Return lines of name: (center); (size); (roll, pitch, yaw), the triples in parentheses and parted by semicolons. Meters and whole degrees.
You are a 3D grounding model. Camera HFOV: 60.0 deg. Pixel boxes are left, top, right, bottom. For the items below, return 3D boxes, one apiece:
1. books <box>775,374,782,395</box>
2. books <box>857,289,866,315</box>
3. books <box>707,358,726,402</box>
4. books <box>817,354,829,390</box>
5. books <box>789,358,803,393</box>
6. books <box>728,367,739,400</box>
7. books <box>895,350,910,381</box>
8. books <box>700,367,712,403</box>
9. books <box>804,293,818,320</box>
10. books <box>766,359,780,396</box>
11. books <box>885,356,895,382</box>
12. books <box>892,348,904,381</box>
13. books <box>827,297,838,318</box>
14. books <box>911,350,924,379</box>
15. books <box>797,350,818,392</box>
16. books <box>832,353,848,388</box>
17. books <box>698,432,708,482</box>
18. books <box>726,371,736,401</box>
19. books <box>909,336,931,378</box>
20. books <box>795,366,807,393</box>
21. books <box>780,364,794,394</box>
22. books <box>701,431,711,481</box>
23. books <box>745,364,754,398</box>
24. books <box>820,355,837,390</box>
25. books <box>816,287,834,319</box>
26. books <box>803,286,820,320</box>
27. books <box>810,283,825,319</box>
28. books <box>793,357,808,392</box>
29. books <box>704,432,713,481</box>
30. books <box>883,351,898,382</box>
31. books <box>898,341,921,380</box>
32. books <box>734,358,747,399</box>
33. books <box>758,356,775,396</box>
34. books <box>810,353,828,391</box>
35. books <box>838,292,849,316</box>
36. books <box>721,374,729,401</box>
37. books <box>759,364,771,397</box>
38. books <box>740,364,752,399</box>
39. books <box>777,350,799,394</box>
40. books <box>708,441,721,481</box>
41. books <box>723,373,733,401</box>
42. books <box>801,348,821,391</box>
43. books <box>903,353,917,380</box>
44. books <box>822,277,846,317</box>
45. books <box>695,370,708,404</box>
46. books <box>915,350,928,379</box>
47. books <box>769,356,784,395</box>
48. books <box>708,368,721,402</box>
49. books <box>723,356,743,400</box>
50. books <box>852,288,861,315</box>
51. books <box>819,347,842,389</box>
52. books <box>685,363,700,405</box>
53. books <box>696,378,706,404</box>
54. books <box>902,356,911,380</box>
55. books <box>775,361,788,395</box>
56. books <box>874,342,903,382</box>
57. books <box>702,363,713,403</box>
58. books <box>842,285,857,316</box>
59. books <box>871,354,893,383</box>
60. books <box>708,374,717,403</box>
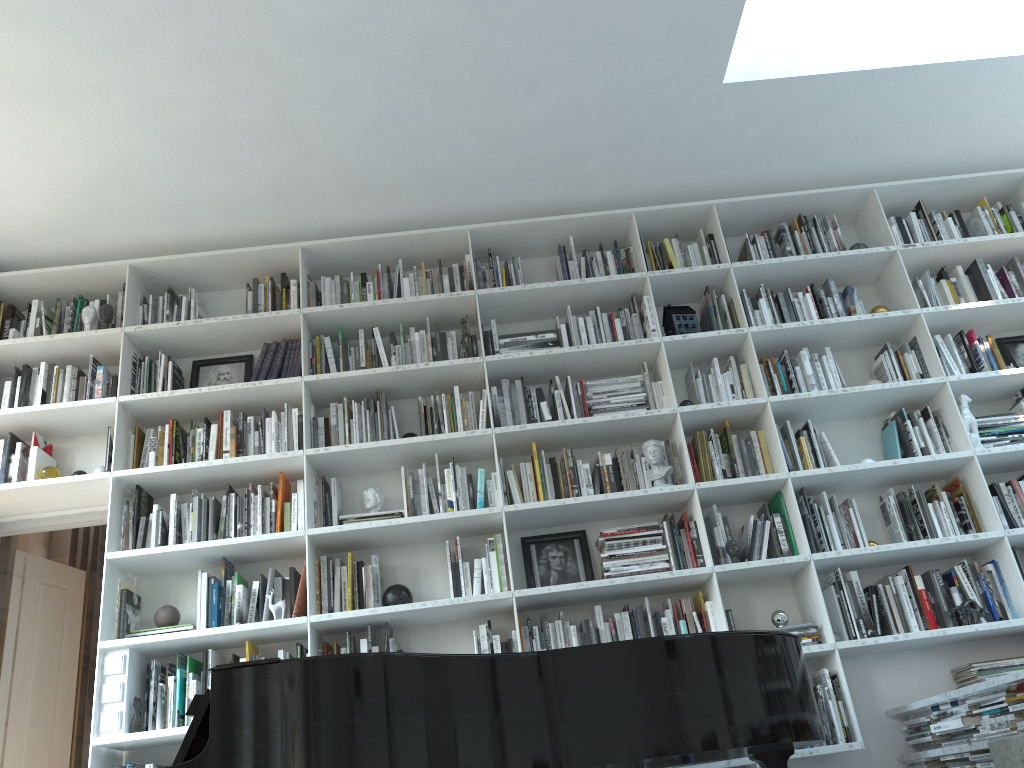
books: (1.267, 0.062, 4.270); (0.021, 0.178, 0.137); (-6, -26, -3)
books: (1.740, -0.341, 4.473); (0.026, 0.228, 0.141); (-6, -26, -3)
books: (0.981, 0.038, 4.251); (0.028, 0.274, 0.187); (-6, -26, -3)
books: (1.489, 0.002, 4.306); (0.024, 0.260, 0.134); (-6, -26, -3)
books: (1.351, 0.019, 4.274); (0.022, 0.236, 0.165); (-6, -26, -3)
books: (1.057, 0.058, 4.265); (0.024, 0.233, 0.150); (-6, -26, -3)
books: (1.882, -0.029, 4.314); (0.016, 0.227, 0.161); (-6, -26, -3)
books: (0.925, 0.068, 4.267); (0.028, 0.249, 0.165); (-6, -26, -3)
books: (1.476, -0.317, 4.427); (0.021, 0.208, 0.181); (-6, -26, -3)
books: (1.245, 0.028, 4.273); (0.014, 0.246, 0.177); (-6, -26, -3)
books: (1.819, -0.011, 4.307); (0.005, 0.204, 0.154); (-6, -26, -3)
books: (1.854, -0.033, 4.315); (0.016, 0.242, 0.152); (-6, -26, -3)
books: (1.585, -0.310, 4.440); (0.027, 0.181, 0.177); (-6, -26, -3)
books: (1.938, -0.032, 4.296); (0.013, 0.203, 0.174); (-6, -26, -3)
books: (1.411, -0.003, 4.274); (0.030, 0.262, 0.183); (-6, -26, -3)
books: (1.573, -0.004, 4.306); (0.034, 0.253, 0.161); (-6, -26, -3)
books: (0.876, 0.386, 4.114); (0.035, 0.292, 0.145); (-6, -26, -3)
books: (1.040, 0.067, 4.253); (0.029, 0.210, 0.158); (-6, -26, -3)
books: (1.967, -0.070, 4.311); (0.005, 0.276, 0.183); (-6, -26, -3)
books: (1.377, 0.040, 4.274); (0.025, 0.193, 0.171); (-6, -26, -3)
books: (1.314, 0.039, 4.280); (0.026, 0.215, 0.162); (-6, -26, -3)
books: (0.888, 0.378, 4.101); (0.035, 0.292, 0.145); (-6, -26, -3)
books: (1.125, 0.048, 4.269); (0.026, 0.236, 0.174); (-6, -26, -3)
books: (1.514, 0.007, 4.288); (0.021, 0.231, 0.184); (-6, -26, -3)
books: (1.553, -0.334, 4.446); (0.030, 0.236, 0.186); (-6, -26, -3)
books: (1.500, -0.337, 4.454); (0.012, 0.263, 0.157); (-6, -26, -3)
books: (1.529, -0.344, 4.472); (0.012, 0.283, 0.160); (-6, -26, -3)
books: (1.391, 0.013, 4.294); (0.011, 0.255, 0.132); (-6, -26, -3)
books: (0.901, 0.384, 4.115); (0.035, 0.292, 0.145); (-6, -26, -3)
books: (1.826, -0.025, 4.311); (0.012, 0.231, 0.155); (-6, -26, -3)
books: (1.922, -0.053, 4.307); (0.016, 0.255, 0.176); (-6, -26, -3)
books: (1.088, 0.035, 4.276); (0.025, 0.276, 0.174); (-6, -26, -3)
books: (1.229, 0.023, 4.294); (0.014, 0.277, 0.154); (-6, -26, -3)
books: (1.466, 0.004, 4.283); (0.025, 0.243, 0.184); (-6, -26, -3)
books: (1.641, -0.330, 4.451); (0.030, 0.212, 0.157); (-6, -26, -3)
books: (1.002, 0.077, 4.244); (0.024, 0.194, 0.173); (-6, -26, -3)
books: (1.210, 0.043, 4.289); (0.030, 0.241, 0.139); (-6, -26, -3)
books: (1.107, 0.047, 4.252); (0.028, 0.228, 0.177); (-6, -26, -3)
books: (1.330, -0.001, 4.277); (0.014, 0.279, 0.178); (-6, -26, -3)
books: (0.924, 0.404, 4.095); (0.015, 0.230, 0.181); (-6, -26, -3)
books: (1.020, 0.076, 4.248); (0.027, 0.195, 0.186); (-6, -26, -3)
books: (1.437, -0.009, 4.306); (0.027, 0.294, 0.160); (-6, -26, -3)
books: (1.911, -0.023, 4.304); (0.013, 0.201, 0.174); (-6, -26, -3)
books: (1.607, -0.365, 4.452); (0.029, 0.284, 0.184); (-6, -26, -3)
books: (0.908, 0.075, 4.269); (0.024, 0.241, 0.160); (-6, -26, -3)
books: (1.963, -0.034, 4.301); (0.012, 0.205, 0.170); (-6, -26, -3)
books: (1.278, 0.020, 4.309); (0.014, 0.282, 0.136); (-6, -26, -3)
books: (0.966, 0.067, 4.261); (0.023, 0.235, 0.179); (-6, -26, -3)
books: (1.071, 0.030, 4.281); (0.028, 0.292, 0.155); (-6, -26, -3)
books: (1.705, -0.340, 4.452); (0.048, 0.215, 0.183); (-6, -26, -3)
books: (1.534, -0.019, 4.287); (0.024, 0.271, 0.170); (-6, -26, -3)
books: (0.874, 0.060, 4.277); (0.018, 0.284, 0.160); (-6, -26, -3)
books: (0.893, 0.094, 4.237); (0.028, 0.184, 0.182); (-6, -26, -3)
books: (1.898, -0.018, 4.315); (0.012, 0.205, 0.138); (-6, -26, -3)
books: (1.294, 0.031, 4.281); (0.013, 0.235, 0.158); (-6, -26, -3)
books: (1.837, -0.047, 4.309); (0.015, 0.266, 0.165); (-6, -26, -3)
books: (0.938, 0.055, 4.274); (0.019, 0.274, 0.146); (-6, -26, -3)
books: (1.681, -0.349, 4.447); (0.054, 0.234, 0.172); (-6, -26, -3)
books: (1.808, -0.015, 4.313); (0.015, 0.219, 0.140); (-6, -26, -3)
books: (0.953, 0.084, 4.259); (0.023, 0.206, 0.171); (-6, -26, -3)
